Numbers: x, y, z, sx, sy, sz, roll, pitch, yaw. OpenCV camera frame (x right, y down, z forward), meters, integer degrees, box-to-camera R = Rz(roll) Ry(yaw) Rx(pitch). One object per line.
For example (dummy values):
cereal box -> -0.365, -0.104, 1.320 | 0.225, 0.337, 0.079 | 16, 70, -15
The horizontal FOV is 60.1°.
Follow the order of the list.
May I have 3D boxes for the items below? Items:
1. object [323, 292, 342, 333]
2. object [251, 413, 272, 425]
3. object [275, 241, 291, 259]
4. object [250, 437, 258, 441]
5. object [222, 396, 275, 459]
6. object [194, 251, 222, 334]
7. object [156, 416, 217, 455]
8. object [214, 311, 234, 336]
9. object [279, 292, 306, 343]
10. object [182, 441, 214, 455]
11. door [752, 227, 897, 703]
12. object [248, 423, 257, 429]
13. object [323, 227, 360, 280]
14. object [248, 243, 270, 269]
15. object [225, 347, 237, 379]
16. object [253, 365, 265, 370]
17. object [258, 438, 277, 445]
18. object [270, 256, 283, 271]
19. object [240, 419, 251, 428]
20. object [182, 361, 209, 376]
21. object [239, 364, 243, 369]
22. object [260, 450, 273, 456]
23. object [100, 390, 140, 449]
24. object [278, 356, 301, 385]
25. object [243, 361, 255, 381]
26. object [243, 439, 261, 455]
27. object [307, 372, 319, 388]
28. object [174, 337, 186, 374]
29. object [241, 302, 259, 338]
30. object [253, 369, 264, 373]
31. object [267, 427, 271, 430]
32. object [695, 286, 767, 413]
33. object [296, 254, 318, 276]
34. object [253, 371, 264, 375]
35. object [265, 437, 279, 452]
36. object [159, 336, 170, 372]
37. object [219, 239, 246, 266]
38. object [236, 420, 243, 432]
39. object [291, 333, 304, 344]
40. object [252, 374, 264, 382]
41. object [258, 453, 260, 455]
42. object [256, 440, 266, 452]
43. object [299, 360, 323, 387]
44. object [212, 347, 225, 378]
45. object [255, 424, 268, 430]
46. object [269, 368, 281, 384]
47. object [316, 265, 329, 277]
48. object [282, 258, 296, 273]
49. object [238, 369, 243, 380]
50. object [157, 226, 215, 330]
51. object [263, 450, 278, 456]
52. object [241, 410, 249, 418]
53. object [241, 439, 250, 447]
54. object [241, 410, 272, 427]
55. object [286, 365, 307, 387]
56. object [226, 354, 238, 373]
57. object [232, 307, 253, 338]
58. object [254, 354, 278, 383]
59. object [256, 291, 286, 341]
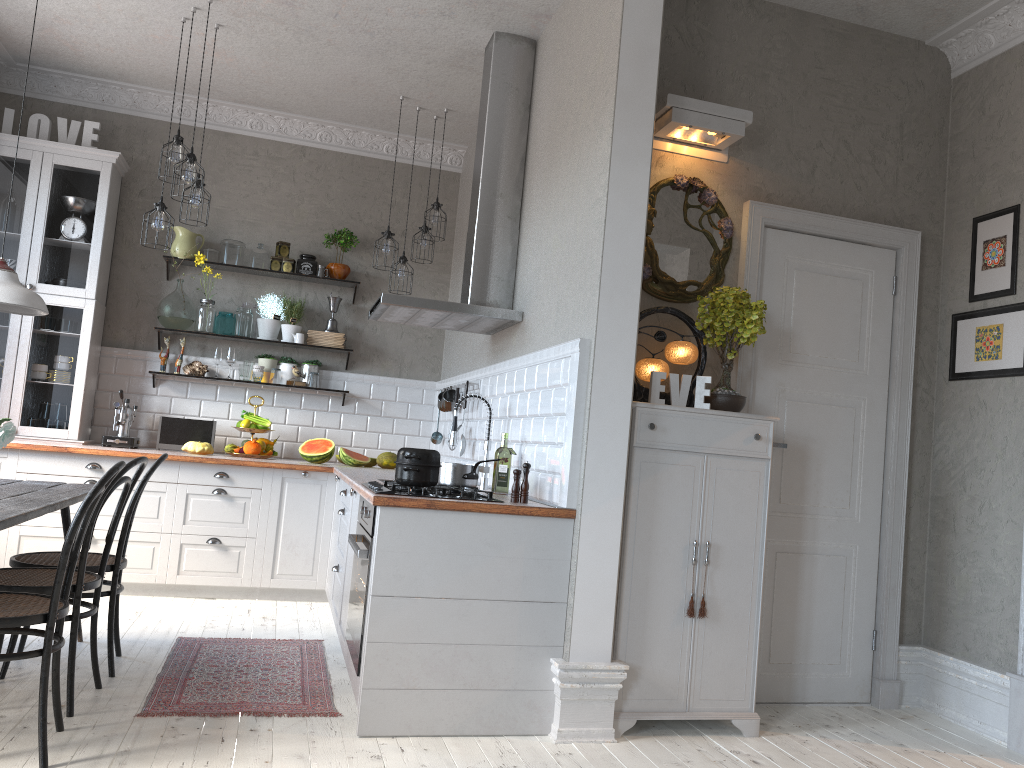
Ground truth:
object -> -1.290, -0.506, 6.391 | 0.133, 0.288, 0.128 | 8, -5, -30
object -> -1.719, 0.250, 6.065 | 0.180, 0.096, 0.088 | 5, -4, 4
object -> -1.624, -0.946, 6.272 | 0.084, 0.113, 0.081 | 8, -5, -35
object -> -1.762, 0.410, 6.068 | 0.086, 0.093, 0.085 | 7, -5, -19
object -> -1.754, 0.289, 6.009 | 0.358, 0.426, 0.345 | 8, -5, -30
object -> -2.096, -0.621, 6.037 | 0.194, 0.540, 0.276 | 7, -5, -23
object -> -2.173, 0.344, 5.918 | 0.355, 0.226, 0.087 | 6, -5, -16
object -> -2.012, -0.415, 6.200 | 0.127, 0.172, 0.125 | 6, -4, -12
object -> -1.561, -0.474, 6.284 | 0.166, 0.380, 0.188 | 2, -5, 35
object -> -2.035, 0.415, 5.747 | 0.199, 0.083, 0.187 | 6, -4, -15
door -> 1.441, 0.387, 4.169 | 0.760, 2.183, 0.079 | 6, -5, -17
object -> -1.748, 0.295, 5.954 | 0.064, 0.061, 0.066 | 6, -4, -15
object -> -1.229, -0.932, 6.402 | 0.259, 0.397, 0.242 | 4, -4, 9
object -> -1.807, -0.897, 6.333 | 0.137, 0.220, 0.142 | 2, -5, 34
object -> -1.937, -0.141, 6.093 | 0.083, 0.217, 0.080 | 8, -5, -29
object -> -1.755, -0.099, 6.134 | 0.078, 0.051, 0.076 | 7, -5, -29
object -> -1.675, 0.399, 6.051 | 0.129, 0.056, 0.058 | 7, -5, -23
object -> -1.670, -0.837, 6.266 | 0.084, 0.113, 0.082 | 6, -5, -15
object -> -1.782, 0.268, 5.930 | 0.059, 0.069, 0.079 | 5, -4, 4
object -> -2.173, -0.108, 6.076 | 0.180, 0.111, 0.094 | 8, -5, -38
object -> -1.881, -0.093, 6.219 | 0.077, 0.083, 0.078 | 5, -4, 2
object -> -1.658, 0.469, 5.969 | 0.088, 0.051, 0.069 | 2, -5, 32
object -> -2.521, 0.227, 5.731 | 0.208, 0.370, 0.349 | 6, -4, -15
object -> -1.602, -0.092, 6.319 | 0.172, 0.214, 0.149 | 4, -4, 14
object -> -1.833, -0.088, 6.155 | 0.080, 0.139, 0.077 | 9, -6, -42
object -> -1.724, 0.422, 5.883 | 0.109, 0.111, 0.115 | 1, -6, 42
object -> -1.403, -0.028, 6.266 | 0.079, 0.108, 0.076 | 7, -5, -22
object -> -2.272, -0.192, 6.077 | 0.052, 0.264, 0.062 | 3, -5, 21
object -> -1.881, -0.442, 6.303 | 0.132, 0.264, 0.130 | 6, -4, -10
object -> -1.757, -0.074, 6.133 | 0.077, 0.051, 0.077 | 5, -4, 3
object -> -1.671, 0.307, 6.043 | 0.052, 0.050, 0.049 | 6, -4, -6
object -> 0.942, -0.145, 3.828 | 0.293, 0.553, 0.344 | 4, -5, 19
object -> -1.476, -0.843, 6.372 | 0.143, 0.174, 0.140 | 6, -4, -15
object -> -1.759, -0.057, 6.131 | 0.078, 0.051, 0.076 | 7, -5, -22
object -> -1.647, 0.408, 6.051 | 0.061, 0.120, 0.126 | 4, -4, 9
object -> -2.377, -0.202, 6.062 | 0.054, 0.264, 0.060 | 9, -6, -44
object -> -1.958, -0.904, 6.190 | 0.169, 0.184, 0.174 | 3, -5, 24
object -> -1.817, 0.285, 5.996 | 0.097, 0.078, 0.099 | 7, -5, -28
object -> -1.495, -0.318, 6.230 | 0.105, 0.071, 0.063 | 4, -4, 14
object -> -1.760, -0.040, 6.130 | 0.078, 0.051, 0.076 | 7, -5, -22
object -> -1.727, 0.468, 5.954 | 0.071, 0.065, 0.069 | 5, -4, 6
object -> -1.703, 0.418, 5.967 | 0.088, 0.078, 0.088 | 4, -4, 11
object -> -1.444, -0.073, 6.373 | 0.161, 0.213, 0.151 | 6, -5, -18
object -> -2.046, -0.146, 6.158 | 0.083, 0.217, 0.080 | 8, -5, -29
object -> -1.703, 0.304, 6.002 | 0.077, 0.062, 0.098 | 9, -6, -42
object -> -1.660, -0.054, 6.217 | 0.079, 0.108, 0.076 | 7, -5, -22
object -> -1.347, -0.798, 6.306 | 0.094, 0.096, 0.074 | 6, -4, -15
object -> -1.585, -0.828, 6.287 | 0.083, 0.113, 0.082 | 6, -4, -5
object -> -1.884, -0.060, 6.216 | 0.077, 0.083, 0.078 | 5, -4, 2
object -> -2.269, -0.705, 6.035 | 0.331, 0.674, 0.341 | 1, -6, 43
object -> -1.704, 0.464, 6.082 | 0.214, 0.044, 0.054 | 3, -5, 22
object -> -1.792, 0.206, 5.979 | 0.074, 0.058, 0.050 | 8, -5, -38
object -> -1.795, 0.418, 6.065 | 0.078, 0.076, 0.155 | 4, -4, 12
object -> -1.729, 0.234, 5.992 | 0.212, 0.101, 0.066 | 6, -4, -10
object -> -1.511, -0.055, 6.253 | 0.098, 0.147, 0.121 | 1, -6, 42
object -> -1.961, -0.137, 6.178 | 0.083, 0.217, 0.080 | 8, -5, -29
object -> -1.869, -0.423, 6.150 | 0.124, 0.206, 0.125 | 5, -4, 7
object -> -1.749, -0.113, 6.267 | 0.160, 0.217, 0.153 | 8, -5, -35
object -> -1.704, -0.474, 6.295 | 0.244, 0.354, 0.234 | 5, -4, 2
